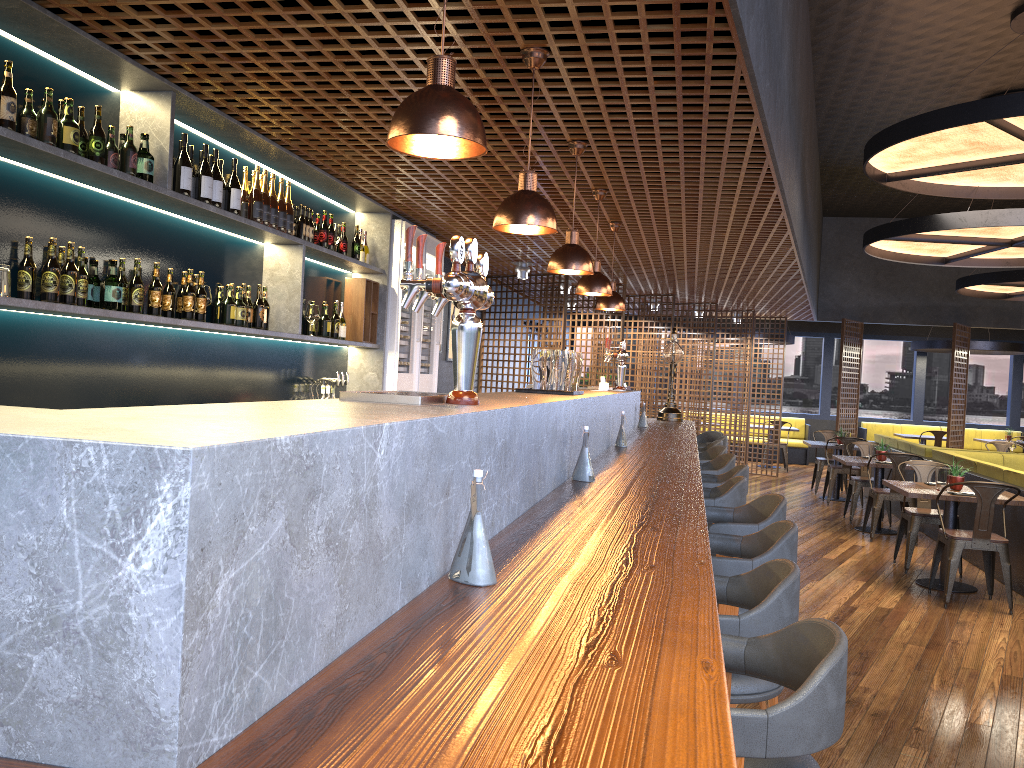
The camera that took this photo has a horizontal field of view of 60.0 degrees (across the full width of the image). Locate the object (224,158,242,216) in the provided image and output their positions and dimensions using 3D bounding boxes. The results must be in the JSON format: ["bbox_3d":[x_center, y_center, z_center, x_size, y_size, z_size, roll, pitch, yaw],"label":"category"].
[{"bbox_3d":[-1.483,-1.042,4.716,0.085,0.310,0.086,4,1,45],"label":"object"}]

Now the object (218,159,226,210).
[{"bbox_3d":[-1.571,-1.047,4.758,0.086,0.310,0.085,3,1,-38],"label":"object"}]

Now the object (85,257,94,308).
[{"bbox_3d":[-1.824,-0.427,3.764,0.088,0.224,0.088,3,1,-24],"label":"object"}]

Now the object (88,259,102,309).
[{"bbox_3d":[-1.827,-0.429,3.865,0.088,0.224,0.088,3,1,-14],"label":"object"}]

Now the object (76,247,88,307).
[{"bbox_3d":[-1.788,-0.439,3.670,0.063,0.254,0.063,4,1,39],"label":"object"}]

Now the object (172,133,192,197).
[{"bbox_3d":[-1.574,-1.042,4.242,0.085,0.310,0.086,4,1,39],"label":"object"}]

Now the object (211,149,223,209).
[{"bbox_3d":[-1.518,-1.042,4.525,0.085,0.310,0.086,4,1,39],"label":"object"}]

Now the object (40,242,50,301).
[{"bbox_3d":[-1.852,-0.442,3.555,0.063,0.254,0.063,3,1,-31],"label":"object"}]

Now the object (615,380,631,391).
[{"bbox_3d":[0.947,0.006,7.579,0.091,0.091,0.177,3,1,-14],"label":"object"}]

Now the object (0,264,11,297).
[{"bbox_3d":[-1.863,-0.373,3.219,0.084,0.119,0.084,3,1,-34],"label":"object"}]

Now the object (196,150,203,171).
[{"bbox_3d":[-1.605,-1.047,4.571,0.085,0.310,0.086,3,1,22],"label":"object"}]

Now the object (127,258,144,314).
[{"bbox_3d":[-1.691,-0.437,3.988,0.063,0.254,0.063,3,1,29],"label":"object"}]

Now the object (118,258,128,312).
[{"bbox_3d":[-1.768,-0.442,4.011,0.063,0.254,0.063,4,1,44],"label":"object"}]

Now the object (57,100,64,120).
[{"bbox_3d":[-1.828,-1.020,3.588,0.063,0.254,0.063,3,1,19],"label":"object"}]

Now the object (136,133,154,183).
[{"bbox_3d":[-1.637,-0.999,3.941,0.088,0.224,0.088,3,1,26],"label":"object"}]

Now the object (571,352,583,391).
[{"bbox_3d":[0.295,-0.055,4.387,0.105,0.209,0.105,3,1,-44],"label":"object"}]

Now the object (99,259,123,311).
[{"bbox_3d":[-1.722,-0.422,3.815,0.088,0.224,0.088,3,1,26],"label":"object"}]

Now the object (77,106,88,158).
[{"bbox_3d":[-1.787,-1.019,3.666,0.063,0.254,0.063,4,1,39],"label":"object"}]

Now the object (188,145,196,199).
[{"bbox_3d":[-1.627,-1.047,4.476,0.086,0.310,0.085,3,1,-38],"label":"object"}]

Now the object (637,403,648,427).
[{"bbox_3d":[1.104,0.260,7.496,0.069,0.203,0.114,3,1,-44],"label":"object"}]

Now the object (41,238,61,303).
[{"bbox_3d":[-1.778,-0.436,3.425,0.063,0.254,0.063,3,1,-16],"label":"object"}]

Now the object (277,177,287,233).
[{"bbox_3d":[-1.365,-1.052,5.222,0.084,0.330,0.084,3,1,18],"label":"object"}]

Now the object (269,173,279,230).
[{"bbox_3d":[-1.389,-1.052,5.123,0.084,0.330,0.084,3,1,18],"label":"object"}]

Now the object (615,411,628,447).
[{"bbox_3d":[0.636,0.259,5.134,0.069,0.203,0.114,3,1,0],"label":"object"}]

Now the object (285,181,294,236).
[{"bbox_3d":[-1.348,-1.052,5.317,0.084,0.330,0.084,3,1,18],"label":"object"}]

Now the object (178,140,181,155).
[{"bbox_3d":[-1.641,-1.047,4.386,0.085,0.310,0.086,4,1,39],"label":"object"}]

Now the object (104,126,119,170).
[{"bbox_3d":[-1.728,-0.999,3.817,0.068,0.217,0.068,3,1,16],"label":"object"}]

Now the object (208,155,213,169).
[{"bbox_3d":[-1.592,-1.048,4.665,0.085,0.310,0.086,4,1,39],"label":"object"}]

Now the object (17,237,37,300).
[{"bbox_3d":[-1.876,-0.442,3.434,0.063,0.254,0.063,3,1,4],"label":"object"}]

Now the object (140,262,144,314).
[{"bbox_3d":[-1.742,-0.442,4.115,0.063,0.254,0.063,3,1,-16],"label":"object"}]

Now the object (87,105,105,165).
[{"bbox_3d":[-1.702,-1.014,3.636,0.063,0.254,0.063,3,1,-31],"label":"object"}]

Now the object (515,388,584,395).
[{"bbox_3d":[0.188,0.036,4.283,0.273,0.019,0.437,3,1,11],"label":"object"}]

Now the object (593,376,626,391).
[{"bbox_3d":[0.711,-0.003,6.506,0.200,0.106,0.766,3,1,11],"label":"object"}]

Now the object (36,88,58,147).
[{"bbox_3d":[-1.735,-0.994,3.312,0.068,0.217,0.068,3,1,1],"label":"object"}]

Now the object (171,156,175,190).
[{"bbox_3d":[-1.661,-1.047,4.289,0.085,0.310,0.086,3,1,26],"label":"object"}]

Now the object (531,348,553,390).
[{"bbox_3d":[0.139,-0.061,4.178,0.105,0.209,0.105,3,1,-44],"label":"object"}]

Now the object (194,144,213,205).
[{"bbox_3d":[-1.539,-1.042,4.435,0.085,0.310,0.086,4,1,45],"label":"object"}]

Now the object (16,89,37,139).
[{"bbox_3d":[-1.824,-0.999,3.339,0.068,0.217,0.068,3,1,31],"label":"object"}]

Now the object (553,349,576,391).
[{"bbox_3d":[0.243,-0.055,4.145,0.105,0.209,0.105,3,1,-44],"label":"object"}]

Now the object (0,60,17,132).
[{"bbox_3d":[-1.784,-1.013,3.132,0.063,0.254,0.063,3,1,29],"label":"object"}]

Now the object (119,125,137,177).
[{"bbox_3d":[-1.638,-0.994,3.792,0.068,0.217,0.068,3,1,-4],"label":"object"}]

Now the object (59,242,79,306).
[{"bbox_3d":[-1.758,-0.436,3.524,0.063,0.254,0.063,3,1,-1],"label":"object"}]

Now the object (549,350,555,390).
[{"bbox_3d":[0.219,-0.058,4.273,0.105,0.209,0.105,3,1,-44],"label":"object"}]

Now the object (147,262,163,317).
[{"bbox_3d":[-1.657,-0.437,4.121,0.063,0.254,0.063,3,1,-36],"label":"object"}]

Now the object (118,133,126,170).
[{"bbox_3d":[-1.740,-1.005,3.968,0.088,0.224,0.088,3,1,6],"label":"object"}]

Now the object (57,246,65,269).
[{"bbox_3d":[-1.875,-0.444,3.684,0.063,0.254,0.063,3,1,-16],"label":"object"}]
